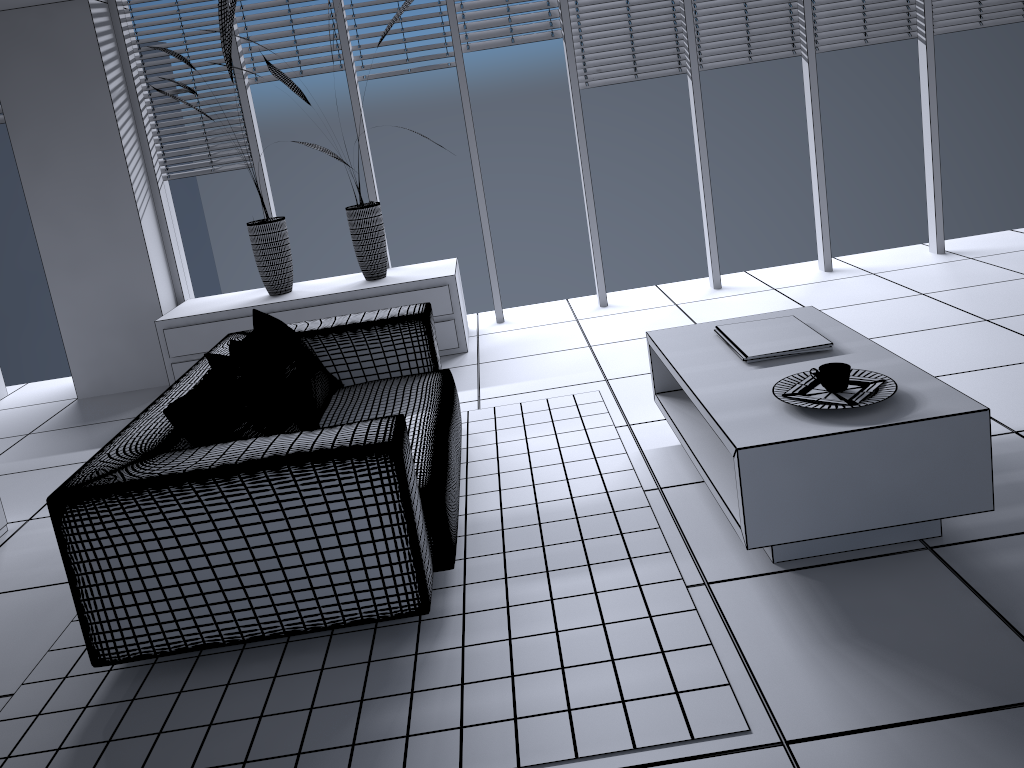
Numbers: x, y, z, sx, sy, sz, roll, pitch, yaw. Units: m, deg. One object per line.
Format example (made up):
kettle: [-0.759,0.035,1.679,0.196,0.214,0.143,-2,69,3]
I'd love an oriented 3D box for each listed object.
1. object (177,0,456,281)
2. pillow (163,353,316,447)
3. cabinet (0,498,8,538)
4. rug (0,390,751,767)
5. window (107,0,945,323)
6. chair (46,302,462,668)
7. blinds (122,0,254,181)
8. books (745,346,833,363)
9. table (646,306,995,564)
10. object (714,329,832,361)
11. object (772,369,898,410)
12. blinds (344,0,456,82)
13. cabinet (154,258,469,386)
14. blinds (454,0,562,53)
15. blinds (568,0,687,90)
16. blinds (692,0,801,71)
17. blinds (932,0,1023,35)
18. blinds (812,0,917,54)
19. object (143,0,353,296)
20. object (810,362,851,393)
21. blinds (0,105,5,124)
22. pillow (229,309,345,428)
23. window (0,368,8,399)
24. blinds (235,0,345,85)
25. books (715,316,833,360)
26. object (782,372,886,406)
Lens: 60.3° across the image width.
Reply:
object: [-0.964,-1.441,4.788,1.554,1.821,0.707,-10,13,-6]
pillow: [-0.804,0.135,2.706,0.340,0.379,0.581,-9,16,-3]
cabinet: [-2.202,0.741,2.263,0.574,0.438,2.329,-9,17,0]
rug: [-0.447,0.507,2.878,1.798,0.001,2.291,-9,17,0]
window: [0.495,-1.969,5.280,5.503,3.055,0.102,-9,12,-1]
chair: [-0.674,0.208,3.023,0.960,0.539,1.692,-9,17,0]
blinds: [-1.983,-2.178,5.216,0.637,1.839,0.058,-9,12,-1]
books: [0.893,-0.155,3.046,0.285,0.008,0.426,-8,17,1]
table: [0.889,0.115,2.846,0.650,0.379,1.232,-9,17,0]
object: [0.883,-0.157,3.033,0.285,0.008,0.426,-8,17,1]
object: [0.897,0.021,2.456,0.329,0.024,0.338,1,20,28]
blinds: [-0.734,-2.516,5.202,0.637,1.325,0.058,-9,12,-1]
cabinet: [-1.119,-0.345,5.173,1.675,0.439,0.612,-9,15,-1]
blinds: [-0.109,-2.694,5.196,0.637,1.345,0.040,-9,12,-1]
blinds: [0.621,-2.653,5.235,0.715,1.651,0.048,-9,12,-1]
blinds: [1.321,-2.763,5.243,0.715,1.651,0.048,-9,12,-1]
blinds: [2.743,-2.986,5.260,0.715,1.651,0.048,-9,12,-1]
blinds: [2.034,-2.874,5.252,0.715,1.651,0.048,-9,12,-1]
object: [-1.581,-1.988,4.991,1.425,2.918,0.507,-2,14,28]
object: [0.893,-0.013,2.446,0.097,0.068,0.086,-14,16,-18]
blinds: [-3.265,-2.208,5.189,0.637,1.345,0.040,-9,12,-1]
pillow: [-0.832,-0.063,3.271,0.300,0.389,0.580,-9,16,-2]
window: [-3.776,-1.308,5.260,0.688,3.055,0.102,-9,12,-1]
blinds: [-1.382,-2.493,5.180,0.637,1.334,0.052,-9,12,-1]
books: [0.892,-0.166,3.032,0.285,0.008,0.426,-8,17,1]
object: [0.895,0.016,2.452,0.216,0.012,0.221,8,24,43]
